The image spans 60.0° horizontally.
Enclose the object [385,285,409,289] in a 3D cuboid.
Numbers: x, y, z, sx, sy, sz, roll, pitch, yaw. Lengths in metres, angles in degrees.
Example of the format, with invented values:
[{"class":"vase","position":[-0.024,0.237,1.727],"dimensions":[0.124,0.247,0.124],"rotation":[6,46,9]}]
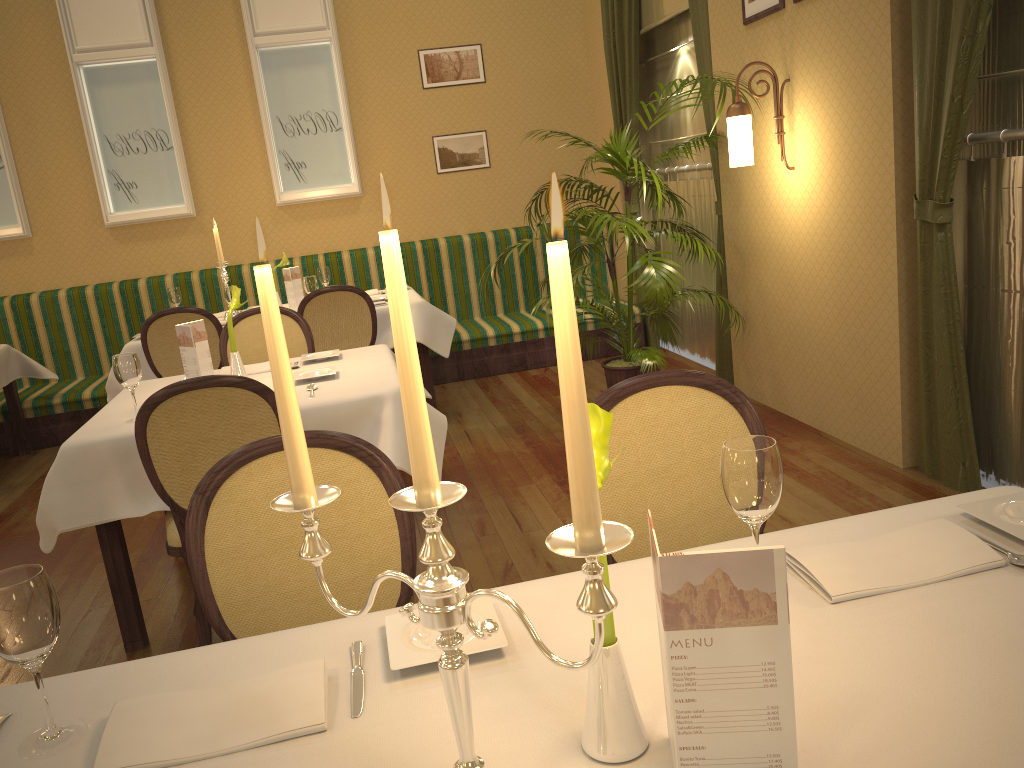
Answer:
[{"class":"object","position":[-0.799,-0.660,6.158],"dimensions":[0.160,0.024,0.160],"rotation":[-9,13,-9]}]

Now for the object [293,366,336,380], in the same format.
[{"class":"object","position":[-0.742,-0.030,3.344],"dimensions":[0.160,0.024,0.160],"rotation":[-9,13,-9]}]

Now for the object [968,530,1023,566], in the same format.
[{"class":"object","position":[0.730,0.243,1.335],"dimensions":[0.038,0.015,0.181],"rotation":[-9,13,-8]}]

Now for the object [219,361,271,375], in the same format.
[{"class":"object","position":[-1.063,-0.065,3.667],"dimensions":[0.273,0.033,0.142],"rotation":[-9,13,-9]}]

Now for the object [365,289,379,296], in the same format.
[{"class":"object","position":[-1.055,-0.614,6.085],"dimensions":[0.273,0.033,0.142],"rotation":[-9,13,-9]}]

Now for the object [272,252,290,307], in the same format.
[{"class":"object","position":[-1.503,-0.661,5.751],"dimensions":[0.163,0.375,0.076],"rotation":[-12,14,-22]}]

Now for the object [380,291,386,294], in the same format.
[{"class":"object","position":[-0.889,-0.631,6.098],"dimensions":[0.038,0.015,0.181],"rotation":[-9,13,-8]}]

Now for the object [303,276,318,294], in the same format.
[{"class":"object","position":[-1.205,-0.535,5.361],"dimensions":[0.088,0.229,0.088],"rotation":[3,16,37]}]

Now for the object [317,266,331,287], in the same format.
[{"class":"object","position":[-1.270,-0.681,6.040],"dimensions":[0.088,0.229,0.088],"rotation":[3,16,37]}]

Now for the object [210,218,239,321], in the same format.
[{"class":"object","position":[-1.833,-0.732,5.628],"dimensions":[0.131,0.655,0.390],"rotation":[-8,13,-4]}]

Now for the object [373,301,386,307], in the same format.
[{"class":"object","position":[-0.911,-0.479,5.425],"dimensions":[0.273,0.024,0.142],"rotation":[-9,13,-9]}]

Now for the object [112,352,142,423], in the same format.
[{"class":"object","position":[-1.283,0.012,2.990],"dimensions":[0.088,0.229,0.088],"rotation":[3,16,37]}]

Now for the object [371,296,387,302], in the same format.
[{"class":"object","position":[-0.844,-0.533,5.623],"dimensions":[0.160,0.024,0.160],"rotation":[-9,13,-9]}]

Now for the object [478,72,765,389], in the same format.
[{"class":"object","position":[0.656,-0.699,4.938],"dimensions":[1.552,1.807,1.496],"rotation":[-14,14,-28]}]

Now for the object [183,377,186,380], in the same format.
[{"class":"object","position":[-1.344,-0.012,3.626],"dimensions":[0.017,0.010,0.185],"rotation":[-9,13,-8]}]

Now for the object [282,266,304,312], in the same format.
[{"class":"object","position":[-1.403,-0.601,5.660],"dimensions":[0.081,0.277,0.166],"rotation":[-6,13,7]}]

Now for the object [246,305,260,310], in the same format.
[{"class":"object","position":[-1.715,-0.514,6.024],"dimensions":[0.160,0.024,0.160],"rotation":[-9,13,-9]}]

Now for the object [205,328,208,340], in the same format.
[{"class":"object","position":[-1.278,-0.132,3.623],"dimensions":[0.088,0.229,0.088],"rotation":[3,16,37]}]

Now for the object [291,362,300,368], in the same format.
[{"class":"object","position":[-0.897,-0.083,3.681],"dimensions":[0.038,0.015,0.181],"rotation":[-9,13,-8]}]

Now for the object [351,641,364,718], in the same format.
[{"class":"object","position":[-0.209,0.395,1.198],"dimensions":[0.017,0.010,0.185],"rotation":[-9,13,-8]}]

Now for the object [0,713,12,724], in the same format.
[{"class":"object","position":[-0.681,0.466,1.137],"dimensions":[0.038,0.015,0.181],"rotation":[-9,13,-8]}]

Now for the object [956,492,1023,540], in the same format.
[{"class":"object","position":[0.820,0.214,1.394],"dimensions":[0.160,0.024,0.160],"rotation":[-9,13,-9]}]

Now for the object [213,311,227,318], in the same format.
[{"class":"object","position":[-1.993,-0.452,5.892],"dimensions":[0.273,0.033,0.142],"rotation":[-9,13,-9]}]

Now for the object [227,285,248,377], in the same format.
[{"class":"object","position":[-1.061,-0.189,3.420],"dimensions":[0.076,0.375,0.163],"rotation":[-4,13,12]}]

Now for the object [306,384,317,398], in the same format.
[{"class":"object","position":[-0.702,0.025,3.098],"dimensions":[0.038,0.015,0.181],"rotation":[-9,13,-8]}]

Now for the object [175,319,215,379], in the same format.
[{"class":"object","position":[-1.165,-0.084,3.248],"dimensions":[0.081,0.277,0.166],"rotation":[-8,13,-3]}]

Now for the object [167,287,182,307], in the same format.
[{"class":"object","position":[-2.226,-0.525,5.886],"dimensions":[0.088,0.229,0.088],"rotation":[3,16,37]}]

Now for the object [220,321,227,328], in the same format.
[{"class":"object","position":[-1.845,-0.341,5.320],"dimensions":[0.273,0.033,0.142],"rotation":[-9,13,-9]}]

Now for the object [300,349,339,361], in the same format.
[{"class":"object","position":[-0.807,-0.112,3.741],"dimensions":[0.160,0.024,0.160],"rotation":[-9,13,-9]}]

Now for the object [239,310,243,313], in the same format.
[{"class":"object","position":[-1.828,-0.480,5.962],"dimensions":[0.017,0.010,0.185],"rotation":[-9,13,-8]}]

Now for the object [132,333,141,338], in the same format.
[{"class":"object","position":[-2.158,-0.289,5.274],"dimensions":[0.160,0.024,0.160],"rotation":[-9,13,-9]}]

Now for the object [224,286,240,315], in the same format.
[{"class":"object","position":[-1.677,-0.473,5.351],"dimensions":[0.088,0.229,0.088],"rotation":[3,16,37]}]
